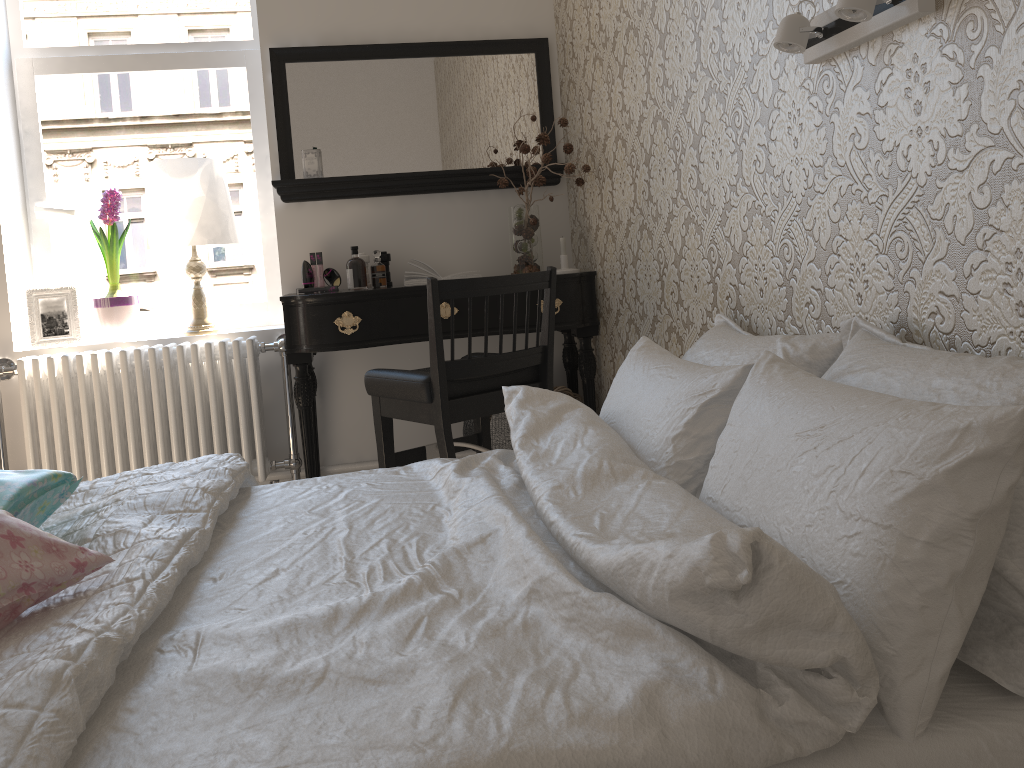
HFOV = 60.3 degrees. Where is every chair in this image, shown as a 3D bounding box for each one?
[{"bbox_3d":[-0.129,0.096,2.662,0.459,0.857,0.457,-8,5,-39],"label":"chair"}]

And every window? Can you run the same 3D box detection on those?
[{"bbox_3d":[-1.430,-1.079,3.447,0.950,1.774,0.111,-5,3,-9],"label":"window"}]

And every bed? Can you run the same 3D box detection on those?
[{"bbox_3d":[-0.381,0.428,1.294,2.214,0.628,1.967,-6,8,-9],"label":"bed"}]

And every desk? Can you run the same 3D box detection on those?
[{"bbox_3d":[-0.232,0.042,3.215,1.106,0.819,0.438,-5,4,-9],"label":"desk"}]

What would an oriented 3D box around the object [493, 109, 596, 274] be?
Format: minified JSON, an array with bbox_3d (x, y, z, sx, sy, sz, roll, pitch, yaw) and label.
[{"bbox_3d":[0.103,-0.663,3.118,0.319,0.596,0.542,-7,6,-38],"label":"object"}]

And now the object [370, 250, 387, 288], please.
[{"bbox_3d":[-0.490,-0.420,3.225,0.054,0.138,0.054,-3,4,30],"label":"object"}]

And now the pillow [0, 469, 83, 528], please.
[{"bbox_3d":[-0.884,0.228,1.290,0.362,0.168,0.385,-5,7,-4],"label":"pillow"}]

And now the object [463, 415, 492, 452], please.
[{"bbox_3d":[0.005,0.207,3.267,0.367,0.330,0.305,-5,5,-8],"label":"object"}]

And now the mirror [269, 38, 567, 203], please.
[{"bbox_3d":[-0.355,-1.009,3.347,1.119,0.570,0.066,-6,3,-9],"label":"mirror"}]

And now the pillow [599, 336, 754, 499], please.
[{"bbox_3d":[0.287,0.086,1.676,0.204,0.301,0.565,-5,7,-9],"label":"pillow"}]

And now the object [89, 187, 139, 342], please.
[{"bbox_3d":[-1.499,-0.448,3.313,0.157,0.575,0.157,-6,3,-24],"label":"object"}]

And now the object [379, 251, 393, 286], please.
[{"bbox_3d":[-0.482,-0.432,3.324,0.057,0.133,0.058,-1,5,41],"label":"object"}]

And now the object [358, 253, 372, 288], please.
[{"bbox_3d":[-0.555,-0.421,3.285,0.057,0.133,0.058,-1,5,41],"label":"object"}]

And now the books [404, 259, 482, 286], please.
[{"bbox_3d":[-0.262,-0.420,3.245,0.279,0.095,0.228,-5,7,-7],"label":"books"}]

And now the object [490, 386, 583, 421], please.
[{"bbox_3d":[0.076,0.205,3.278,0.393,0.430,0.397,-2,6,23],"label":"object"}]

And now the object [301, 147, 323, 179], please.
[{"bbox_3d":[-0.745,-0.824,3.290,0.072,0.121,0.037,-5,3,-4],"label":"object"}]

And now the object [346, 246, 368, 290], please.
[{"bbox_3d":[-0.563,-0.419,3.189,0.070,0.157,0.070,-5,4,-15],"label":"object"}]

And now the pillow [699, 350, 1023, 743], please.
[{"bbox_3d":[0.387,0.143,1.086,0.202,0.306,0.568,-5,7,-9],"label":"pillow"}]

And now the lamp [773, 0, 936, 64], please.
[{"bbox_3d":[0.509,-0.584,1.386,0.115,0.092,0.327,-5,8,-9],"label":"lamp"}]

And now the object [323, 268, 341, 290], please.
[{"bbox_3d":[-0.674,-0.381,3.224,0.080,0.085,0.083,-1,6,31],"label":"object"}]

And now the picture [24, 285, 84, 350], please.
[{"bbox_3d":[-1.683,-0.246,3.244,0.177,0.224,0.050,-7,4,-29],"label":"picture"}]

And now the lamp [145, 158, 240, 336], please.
[{"bbox_3d":[-1.205,-0.512,3.341,0.339,0.649,0.343,-4,4,3],"label":"lamp"}]

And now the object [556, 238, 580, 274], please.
[{"bbox_3d":[0.188,-0.464,3.194,0.104,0.130,0.106,-2,5,26],"label":"object"}]

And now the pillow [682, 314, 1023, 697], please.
[{"bbox_3d":[0.454,0.076,1.416,0.311,0.352,1.263,-5,8,-9],"label":"pillow"}]

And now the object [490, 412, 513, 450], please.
[{"bbox_3d":[0.057,0.224,3.239,0.289,0.354,0.352,-2,6,30],"label":"object"}]

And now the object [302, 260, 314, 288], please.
[{"bbox_3d":[-0.747,-0.393,3.228,0.030,0.119,0.055,-3,4,29],"label":"object"}]

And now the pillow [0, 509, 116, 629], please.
[{"bbox_3d":[-0.752,0.233,1.032,0.352,0.201,0.398,-1,8,23],"label":"pillow"}]

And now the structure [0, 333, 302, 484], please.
[{"bbox_3d":[-1.298,0.204,3.176,1.069,0.679,0.166,-6,3,-9],"label":"structure"}]
